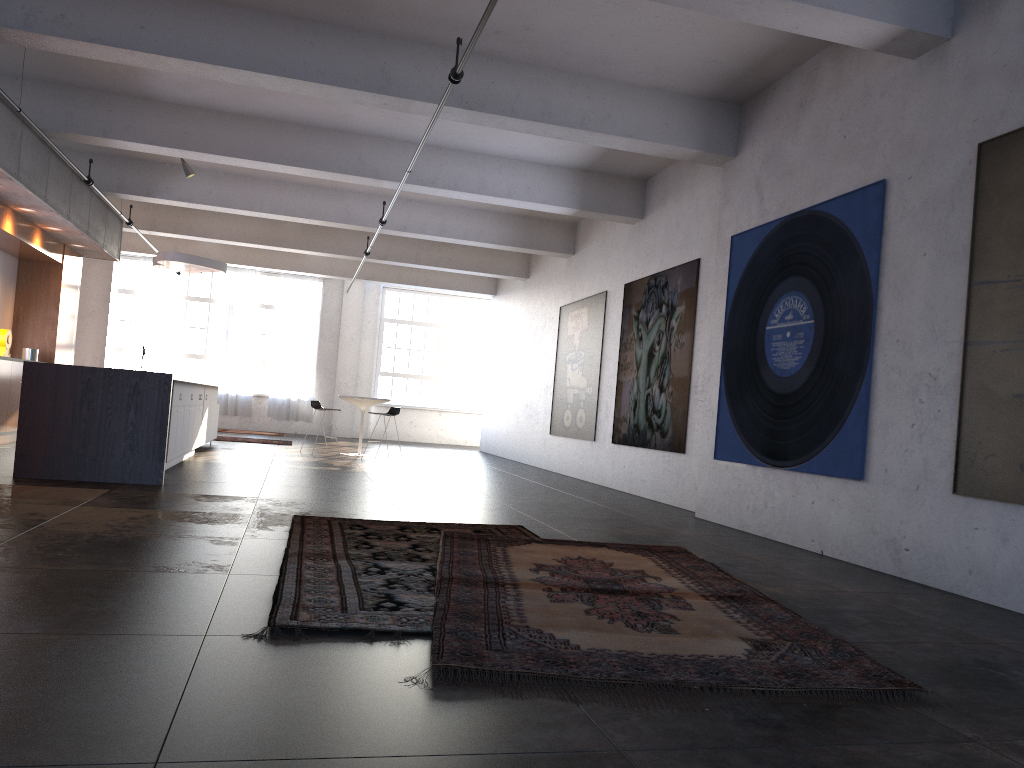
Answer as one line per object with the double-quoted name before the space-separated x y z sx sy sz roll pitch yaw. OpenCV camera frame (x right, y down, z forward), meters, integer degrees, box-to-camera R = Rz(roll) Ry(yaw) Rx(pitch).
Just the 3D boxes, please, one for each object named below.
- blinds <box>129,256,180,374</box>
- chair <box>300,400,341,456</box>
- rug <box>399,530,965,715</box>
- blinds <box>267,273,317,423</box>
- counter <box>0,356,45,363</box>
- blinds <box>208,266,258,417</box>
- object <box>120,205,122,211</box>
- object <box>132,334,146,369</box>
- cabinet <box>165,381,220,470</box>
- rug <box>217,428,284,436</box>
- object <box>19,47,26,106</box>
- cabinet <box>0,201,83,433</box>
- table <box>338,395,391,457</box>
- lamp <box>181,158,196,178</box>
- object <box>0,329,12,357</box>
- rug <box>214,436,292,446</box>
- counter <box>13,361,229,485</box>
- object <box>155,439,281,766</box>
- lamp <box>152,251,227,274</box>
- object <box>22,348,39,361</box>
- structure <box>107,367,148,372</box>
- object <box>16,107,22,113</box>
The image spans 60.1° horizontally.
"blinds" -8.083 -1.236 20.135 1.044 3.673 0.357 5 -1 -16
"chair" -2.978 0.719 13.904 0.516 0.895 0.454 6 -2 -38
"rug" 0.472 1.011 4.360 1.884 0.048 3.509 5 -2 -5
"blinds" -5.108 -0.980 20.979 1.042 3.749 0.338 5 -1 -18
"counter" -6.611 -0.369 9.923 1.625 0.039 4.413 5 -2 -14
"blinds" -6.434 -1.095 20.596 1.049 3.696 0.334 5 -1 -19
"object" -6.205 -0.469 10.082 0.057 0.060 0.053 4 -2 8
"object" -7.760 -0.086 18.168 1.193 1.919 1.044 5 -1 -15
"cabinet" -4.423 0.438 11.226 0.932 0.930 5.588 5 -2 -14
"rug" -6.644 1.004 19.499 3.166 0.009 1.795 5 -2 -16
"object" -6.231 -0.435 10.052 0.050 0.053 0.065 4 -2 23
"cabinet" -6.771 -0.830 9.109 2.405 2.561 8.020 5 -2 -14
"table" -2.441 0.691 14.388 0.837 0.951 0.820 5 -2 -15
"lamp" -4.318 -2.888 11.793 0.226 0.286 0.129 6 -1 -31
"object" -6.479 -0.512 11.319 0.100 0.381 0.271 5 -1 -14
"rug" -5.476 0.963 16.030 2.917 0.029 1.834 5 -2 -15
"counter" -4.288 0.398 10.636 1.154 0.971 6.585 5 -2 -14
"object" -4.551 0.890 7.453 19.965 0.001 26.912 5 -2 -14
"lamp" -4.937 -1.810 13.250 1.058 0.130 1.028 3 -2 32
"object" -6.507 -0.390 11.964 0.187 0.170 0.194 4 -2 34
"structure" -4.233 -0.124 9.689 0.517 0.071 0.633 5 -2 -14
"object" -6.276 -0.434 10.084 0.052 0.053 0.062 5 -2 -8
